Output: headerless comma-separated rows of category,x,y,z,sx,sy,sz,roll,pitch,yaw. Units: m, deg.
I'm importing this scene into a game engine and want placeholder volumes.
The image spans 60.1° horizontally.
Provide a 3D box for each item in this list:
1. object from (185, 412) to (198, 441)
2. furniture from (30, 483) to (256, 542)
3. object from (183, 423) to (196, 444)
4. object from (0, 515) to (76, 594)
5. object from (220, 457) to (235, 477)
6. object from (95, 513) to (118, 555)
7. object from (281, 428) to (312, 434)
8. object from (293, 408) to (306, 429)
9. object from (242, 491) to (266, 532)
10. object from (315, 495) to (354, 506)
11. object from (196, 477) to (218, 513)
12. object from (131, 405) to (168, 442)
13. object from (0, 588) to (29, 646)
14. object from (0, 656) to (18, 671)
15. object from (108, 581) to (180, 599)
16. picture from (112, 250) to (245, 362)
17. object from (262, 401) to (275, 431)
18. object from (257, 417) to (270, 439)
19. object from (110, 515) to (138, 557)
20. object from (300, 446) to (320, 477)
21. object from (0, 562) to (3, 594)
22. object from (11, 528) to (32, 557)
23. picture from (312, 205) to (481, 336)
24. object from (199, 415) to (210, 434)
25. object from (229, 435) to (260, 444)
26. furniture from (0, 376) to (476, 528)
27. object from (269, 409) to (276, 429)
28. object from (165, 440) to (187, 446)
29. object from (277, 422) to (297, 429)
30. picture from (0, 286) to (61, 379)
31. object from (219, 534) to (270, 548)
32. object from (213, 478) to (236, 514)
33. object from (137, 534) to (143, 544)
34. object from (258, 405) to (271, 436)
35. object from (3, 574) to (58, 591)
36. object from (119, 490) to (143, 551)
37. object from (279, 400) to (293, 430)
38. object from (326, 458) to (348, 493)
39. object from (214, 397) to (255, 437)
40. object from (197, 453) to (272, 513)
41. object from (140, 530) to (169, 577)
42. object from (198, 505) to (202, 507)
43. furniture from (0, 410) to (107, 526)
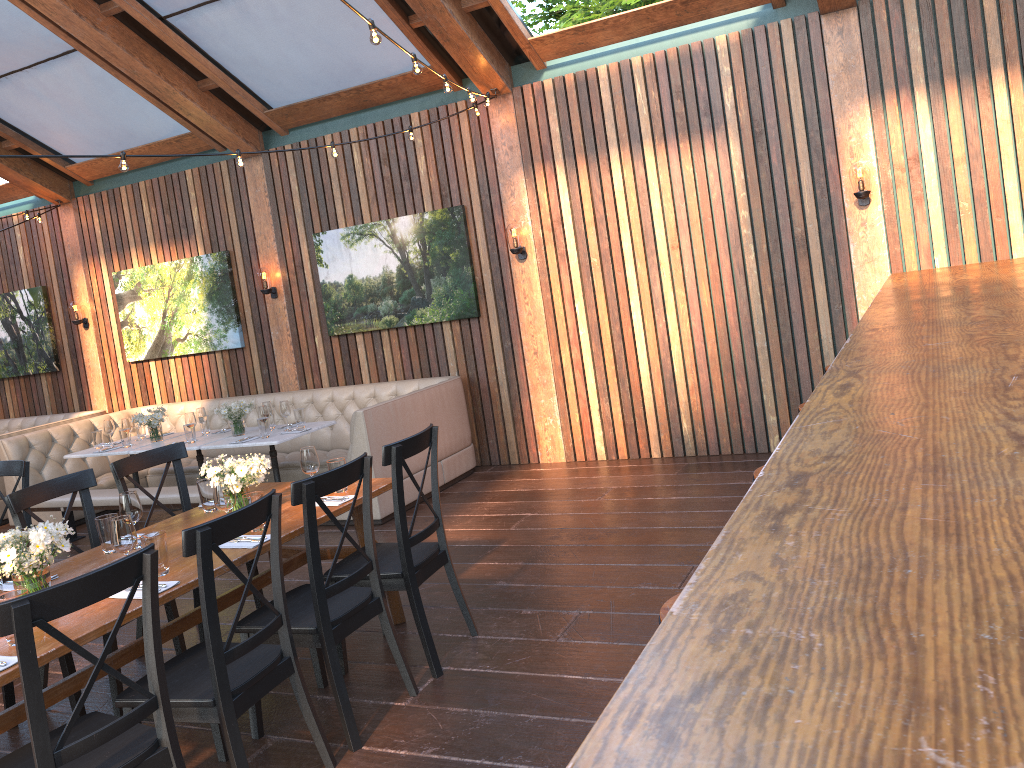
object,-2.716,0.363,7.500,0.092,0.243,0.092,-10,4,-22
furniture,-2.942,1.050,7.072,2.321,0.398,0.315,-5,5,26
object,-2.689,0.415,7.395,0.091,0.157,0.092,-8,4,12
object,-1.726,0.645,3.153,0.338,0.308,0.329,-11,6,-31
object,-1.372,0.485,4.329,0.092,0.243,0.092,-10,4,-22
object,-1.728,0.645,3.797,0.092,0.157,0.091,-11,5,-37
object,-1.766,0.377,7.162,0.254,0.019,0.159,-5,7,26
object,-1.753,0.286,7.322,0.091,0.157,0.092,-8,4,12
object,-1.104,0.551,3.812,0.092,0.157,0.091,-11,5,-37
object,-0.872,0.545,4.163,0.254,0.019,0.159,-5,7,26
object,-1.484,0.545,4.328,0.092,0.157,0.091,-11,5,-37
object,-3.185,0.358,7.847,0.331,0.308,0.335,-13,7,-42
object,-1.569,0.740,2.799,0.092,0.157,0.091,-11,5,-37
object,-1.593,0.835,2.626,0.254,0.019,0.159,-5,7,26
object,-1.337,0.732,3.176,0.254,0.019,0.159,-5,7,26
picture,-3.551,-0.798,9.349,1.645,0.994,0.065,-6,4,26
object,-2.049,0.271,7.445,0.092,0.243,0.092,-10,4,-22
object,-1.975,0.351,7.052,0.091,0.157,0.092,-8,4,12
object,-1.442,0.618,3.304,0.092,0.243,0.092,-10,4,-22
object,-0.977,0.429,4.308,0.092,0.243,0.092,-10,4,-22
object,-1.952,0.736,3.305,0.092,0.157,0.091,-11,5,-37
object,-1.834,0.672,3.332,0.092,0.243,0.092,-10,4,-22
picture,-1.095,-1.019,8.165,1.645,0.994,0.065,-6,4,26
object,-2.735,0.364,7.880,0.091,0.157,0.092,-8,4,12
object,-2.128,0.440,7.081,0.157,0.019,0.257,-5,7,26
furniture,-2.501,0.634,8.058,4.145,0.856,1.723,-5,7,26
object,-2.064,0.304,7.555,0.091,0.157,0.092,-8,4,12
object,-2.842,0.505,7.424,0.157,0.019,0.257,-5,7,26
object,-1.891,0.351,7.533,0.157,0.019,0.257,-5,7,26
picture,-6.050,-0.572,10.554,1.645,0.994,0.065,-6,4,26
object,-1.111,0.642,3.644,0.254,0.019,0.159,-5,7,26
object,-1.219,0.528,3.777,0.092,0.243,0.092,-10,4,-22
object,-1.683,0.689,3.959,0.254,0.019,0.159,-5,7,26
object,-2.002,0.299,7.157,0.092,0.243,0.092,-10,4,-22
object,-1.904,0.779,3.483,0.254,0.019,0.159,-5,7,26
object,-1.629,0.586,3.801,0.092,0.243,0.092,-10,4,-22
object,-1.865,0.262,7.300,0.092,0.243,0.092,-10,4,-22
object,-0.853,0.450,4.345,0.092,0.157,0.091,-11,5,-37
object,-2.325,0.278,7.452,0.336,0.308,0.330,-8,5,0
object,-1.264,0.464,4.091,0.329,0.308,0.337,-9,5,-9
object,-1.340,0.643,3.335,0.092,0.157,0.091,-11,5,-37
object,-1.442,0.592,4.474,0.254,0.019,0.159,-5,7,26
furniture,-6.546,0.997,10.020,4.145,0.856,1.723,-5,7,26
